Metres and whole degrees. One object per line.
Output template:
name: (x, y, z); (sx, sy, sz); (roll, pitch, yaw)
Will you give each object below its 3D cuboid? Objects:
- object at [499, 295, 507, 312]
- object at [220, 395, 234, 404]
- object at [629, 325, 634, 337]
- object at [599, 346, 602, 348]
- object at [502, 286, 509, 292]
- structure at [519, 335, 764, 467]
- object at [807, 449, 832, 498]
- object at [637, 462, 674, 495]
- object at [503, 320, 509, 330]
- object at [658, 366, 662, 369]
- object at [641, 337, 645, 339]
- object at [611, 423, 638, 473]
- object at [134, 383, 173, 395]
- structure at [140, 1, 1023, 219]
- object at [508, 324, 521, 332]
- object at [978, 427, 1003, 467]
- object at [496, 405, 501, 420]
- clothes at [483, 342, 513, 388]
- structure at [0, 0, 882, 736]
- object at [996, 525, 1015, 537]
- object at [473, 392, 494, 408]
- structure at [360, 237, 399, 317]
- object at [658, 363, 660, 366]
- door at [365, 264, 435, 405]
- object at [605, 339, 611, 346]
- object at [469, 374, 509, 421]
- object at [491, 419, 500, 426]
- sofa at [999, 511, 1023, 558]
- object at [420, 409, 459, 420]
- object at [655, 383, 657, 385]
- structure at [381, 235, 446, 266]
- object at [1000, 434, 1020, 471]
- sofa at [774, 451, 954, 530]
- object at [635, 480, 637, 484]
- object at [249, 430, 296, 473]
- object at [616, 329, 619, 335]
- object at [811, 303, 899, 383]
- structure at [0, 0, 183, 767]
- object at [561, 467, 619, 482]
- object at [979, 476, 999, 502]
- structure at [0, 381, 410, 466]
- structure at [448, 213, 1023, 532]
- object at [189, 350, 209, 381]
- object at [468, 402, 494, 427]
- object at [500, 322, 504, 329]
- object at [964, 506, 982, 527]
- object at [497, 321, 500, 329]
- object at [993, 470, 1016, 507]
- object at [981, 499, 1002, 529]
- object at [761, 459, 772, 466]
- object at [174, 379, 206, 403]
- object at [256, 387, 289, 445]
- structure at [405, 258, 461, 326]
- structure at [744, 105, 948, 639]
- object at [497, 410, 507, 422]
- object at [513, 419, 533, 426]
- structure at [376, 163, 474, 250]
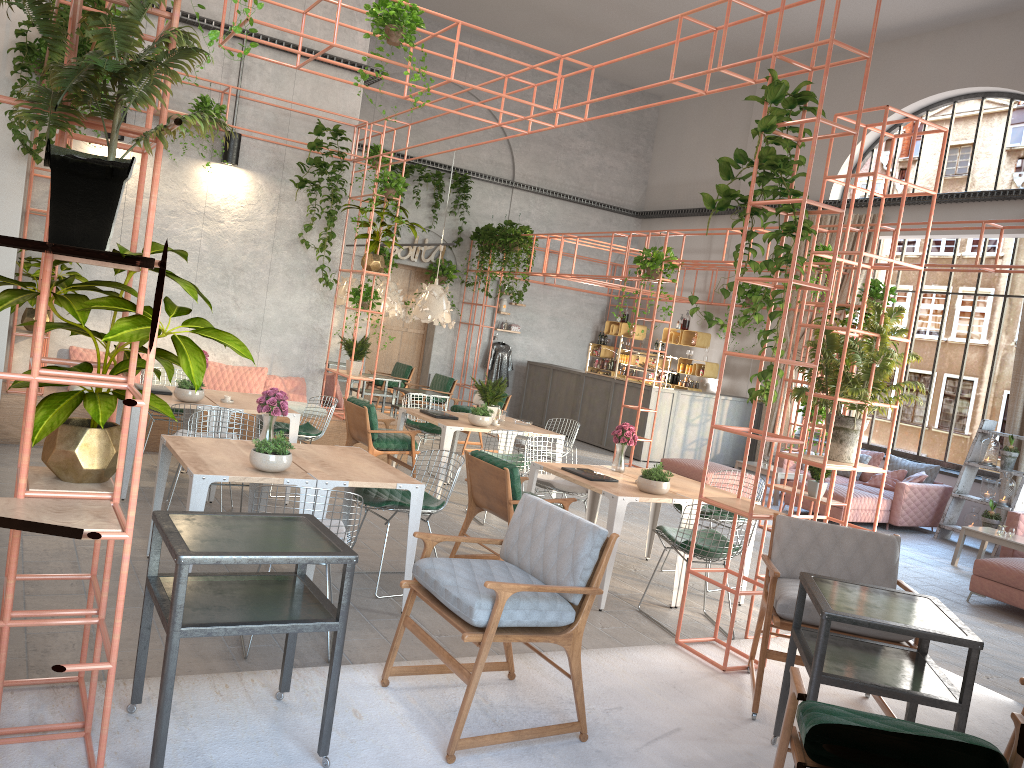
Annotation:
object: (-0.173, -1.629, 17.984); (0.136, 0.336, 0.145); (8, 4, -16)
object: (-2.527, 0.130, 7.872); (0.115, 0.078, 0.115); (7, 4, -24)
object: (2.479, -1.077, 18.162); (0.137, 0.261, 0.137); (9, 4, 6)
object: (1.889, -0.685, 18.905); (0.072, 0.248, 0.094); (6, 4, -30)
object: (-0.130, -1.929, 17.955); (0.133, 0.145, 0.133); (10, 4, 22)
structure: (2.378, 0.140, 16.894); (2.579, 2.022, 4.057); (6, 4, -30)
object: (3.421, 1.001, 9.869); (0.438, 0.527, 0.368); (6, 4, -30)
object: (1.056, 0.694, 6.579); (0.247, 0.247, 0.252); (6, 4, -30)
object: (-0.127, -1.207, 18.079); (0.081, 0.204, 0.081); (6, 4, -30)
object: (2.484, -0.291, 15.056); (0.152, 0.058, 0.095); (6, 5, -40)
object: (2.631, -0.801, 17.936); (0.075, 0.273, 0.075); (10, 4, 26)
object: (0.920, 0.525, 7.353); (0.213, 0.414, 0.225); (6, 5, -38)
object: (-3.195, 0.047, 7.896); (0.268, 0.031, 0.427); (6, 4, -30)
structure: (-0.003, -3.436, 9.221); (15.603, 0.110, 15.203); (6, 4, -30)
object: (0.053, -1.154, 18.188); (0.219, 0.149, 0.129); (6, 4, -30)
object: (6.158, 0.798, 11.408); (0.216, 0.500, 0.216); (9, 4, 2)
object: (-0.247, 0.302, 9.868); (0.165, 0.154, 0.210); (5, 5, -40)
clothes: (-0.250, -0.356, 18.120); (0.366, 0.997, 0.625); (12, 5, 40)
structure: (-3.232, -1.628, 9.840); (4.501, 4.345, 14.096); (6, 4, -31)
object: (5.315, 1.615, 9.604); (0.199, 0.145, 0.156); (8, 4, -15)
object: (-0.312, 0.229, 9.727); (0.241, 0.313, 0.241); (10, 4, 15)
structure: (-2.600, -2.071, 16.715); (0.921, 1.527, 0.950); (9, 4, 3)
object: (2.428, -0.324, 14.996); (0.142, 0.087, 0.094); (7, 4, -22)
door: (-2.450, -1.022, 17.730); (1.360, 2.729, 0.551); (6, 4, -30)
object: (2.046, -0.894, 18.970); (0.115, 0.147, 0.115); (10, 4, 15)
object: (-0.238, 0.143, 9.399); (0.438, 0.527, 0.368); (6, 4, -30)
object: (-0.177, 0.396, 9.243); (0.115, 0.078, 0.115); (7, 4, -24)
sofa: (6.237, 1.916, 9.306); (1.960, 0.672, 2.219); (6, 4, -30)
object: (-0.768, 0.322, 9.312); (0.268, 0.031, 0.427); (6, 4, -30)
object: (2.403, -0.047, 15.103); (0.073, 0.104, 0.240); (12, 5, 41)
structure: (-1.871, -2.598, 16.986); (1.312, 0.505, 0.063); (6, 4, -30)
object: (6.278, 0.855, 11.184); (0.212, 0.457, 0.217); (8, 4, -13)
sofa: (4.509, 1.454, 12.355); (1.960, 0.672, 2.219); (6, 4, -30)
object: (1.013, 0.754, 6.876); (0.115, 0.073, 0.115); (6, 5, -36)
object: (-1.406, 0.387, 5.194); (0.247, 0.247, 0.252); (6, 4, -30)
object: (2.231, -1.074, 18.462); (0.123, 0.142, 0.141); (6, 4, -30)
object: (3.745, -0.427, 9.732); (0.923, 0.946, 0.924); (10, 4, 26)
structure: (-1.306, -0.481, 2.682); (0.748, 3.623, 0.722); (6, 4, -30)
object: (0.604, 0.712, 6.921); (0.268, 0.031, 0.427); (6, 4, -30)
object: (6.042, 1.336, 11.252); (0.223, 0.297, 0.223); (8, 4, -11)
structure: (-4.567, 0.168, 12.290); (4.386, 0.500, 5.831); (6, 4, -30)
structure: (3.952, -0.135, 12.290); (4.157, 4.247, 14.689); (6, 4, -30)
object: (-2.937, -0.130, 8.246); (0.213, 0.414, 0.225); (6, 5, -38)
object: (-0.315, 0.304, 8.969); (0.248, 0.247, 0.254); (6, 4, -30)
object: (-0.200, -1.188, 18.030); (0.063, 0.151, 0.063); (5, 5, -44)
object: (5.841, 1.713, 11.235); (0.208, 0.320, 0.192); (7, 4, -24)
object: (-0.265, -1.203, 18.015); (0.055, 0.164, 0.092); (8, 4, -12)
object: (6.140, 1.299, 11.027); (0.219, 0.430, 0.216); (6, 5, -37)
object: (5.948, 1.669, 11.003); (0.236, 0.464, 0.225); (12, 5, 38)
object: (3.587, 1.153, 12.653); (0.199, 0.145, 0.156); (8, 4, -15)
object: (-2.742, 0.030, 7.553); (0.248, 0.247, 0.254); (6, 4, -30)
object: (-1.598, 0.228, 5.882); (0.213, 0.414, 0.225); (6, 5, -38)
structure: (-1.489, -1.928, 17.415); (0.950, 1.527, 0.921); (6, 4, -32)
structure: (2.233, 0.041, 5.968); (0.624, 3.602, 0.424); (6, 4, -30)
object: (-0.115, 0.346, 9.702); (0.095, 0.119, 0.095); (8, 4, -6)
object: (0.119, 0.421, 9.713); (0.218, 0.041, 0.218); (7, 4, -22)
structure: (-1.689, -3.410, 16.842); (1.939, 1.514, 0.856); (6, 5, -36)
